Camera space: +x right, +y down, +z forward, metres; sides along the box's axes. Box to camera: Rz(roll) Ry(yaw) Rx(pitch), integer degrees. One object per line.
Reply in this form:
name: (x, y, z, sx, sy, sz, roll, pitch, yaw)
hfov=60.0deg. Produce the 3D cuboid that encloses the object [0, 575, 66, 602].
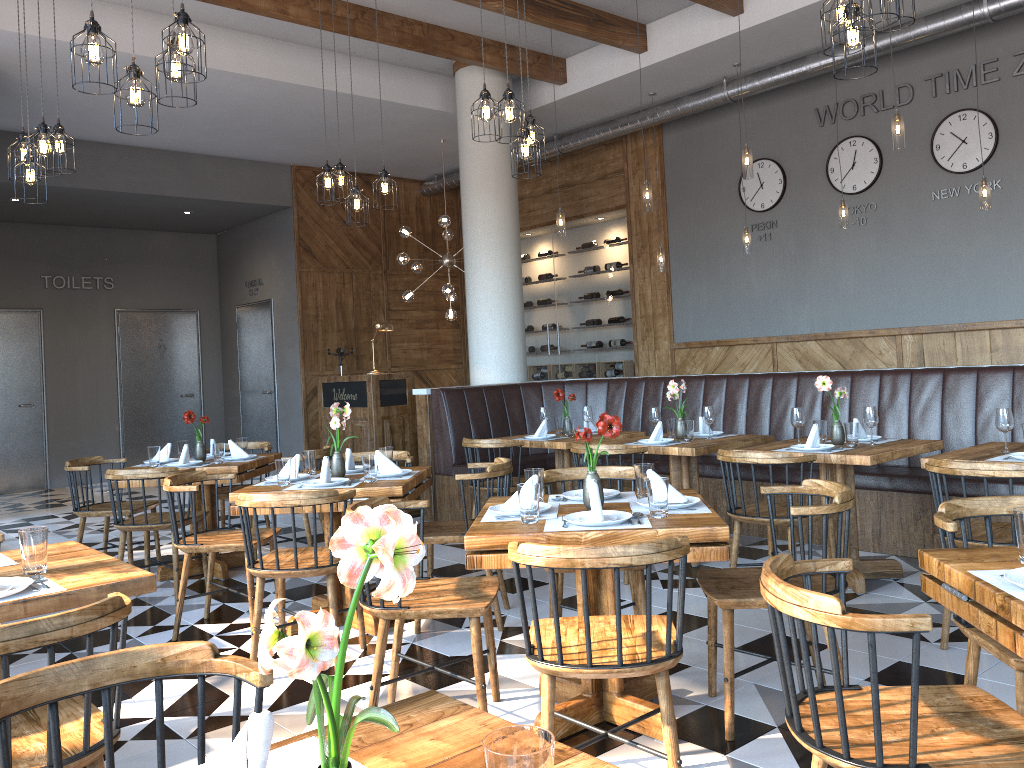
object: (-1.427, 0.500, 2.384, 0.352, 0.137, 0.271, -4, 1, -41)

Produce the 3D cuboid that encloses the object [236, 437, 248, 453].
object: (-1.918, 0.450, 6.306, 0.080, 0.132, 0.080, -3, -1, -16)

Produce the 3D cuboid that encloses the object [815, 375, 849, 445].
object: (1.831, 0.147, 5.063, 0.207, 0.400, 0.146, -2, -1, -38)

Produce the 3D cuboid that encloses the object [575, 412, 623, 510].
object: (0.327, 0.283, 3.252, 0.171, 0.355, 0.156, -3, -1, 14)

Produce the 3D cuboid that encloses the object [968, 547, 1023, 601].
object: (1.360, 0.363, 2.027, 0.577, 0.137, 0.582, -3, 1, 4)

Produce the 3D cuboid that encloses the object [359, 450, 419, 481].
object: (-0.649, 0.415, 4.660, 0.272, 0.137, 0.352, -3, 1, 4)

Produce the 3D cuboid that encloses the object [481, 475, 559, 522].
object: (0.032, 0.407, 3.284, 0.272, 0.137, 0.352, -3, 1, 4)

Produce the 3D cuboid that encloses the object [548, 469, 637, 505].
object: (0.317, 0.387, 3.534, 0.352, 0.137, 0.272, -3, 1, 4)

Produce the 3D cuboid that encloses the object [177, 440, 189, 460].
object: (-2.349, 0.472, 6.325, 0.080, 0.132, 0.080, -3, -1, -16)

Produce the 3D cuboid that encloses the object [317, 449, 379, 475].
object: (-0.900, 0.422, 4.942, 0.352, 0.137, 0.272, -3, 1, 4)

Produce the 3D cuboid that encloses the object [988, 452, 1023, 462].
object: (2.377, 0.271, 4.018, 0.272, 0.137, 0.351, -4, 1, -41)

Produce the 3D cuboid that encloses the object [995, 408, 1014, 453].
object: (2.399, 0.225, 4.310, 0.081, 0.215, 0.081, -2, -1, -32)

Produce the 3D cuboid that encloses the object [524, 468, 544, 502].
object: (0.090, 0.402, 3.493, 0.080, 0.132, 0.080, -2, -1, -36)

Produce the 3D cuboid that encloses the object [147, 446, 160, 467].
object: (-2.379, 0.482, 5.891, 0.080, 0.132, 0.080, -3, -1, 24)

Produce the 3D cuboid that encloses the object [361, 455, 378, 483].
object: (-0.711, 0.425, 4.440, 0.080, 0.132, 0.080, -3, -1, -26)

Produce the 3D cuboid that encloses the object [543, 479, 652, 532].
object: (0.283, 0.399, 3.002, 0.352, 0.137, 0.272, -3, 1, 4)

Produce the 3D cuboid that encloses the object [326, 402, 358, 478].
object: (-0.902, 0.295, 4.684, 0.146, 0.400, 0.206, -2, -1, -29)

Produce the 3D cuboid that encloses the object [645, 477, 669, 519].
object: (0.500, 0.390, 3.034, 0.080, 0.132, 0.080, -3, -1, -26)

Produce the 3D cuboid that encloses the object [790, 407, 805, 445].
object: (1.666, 0.246, 5.161, 0.081, 0.215, 0.081, -3, -1, 13)

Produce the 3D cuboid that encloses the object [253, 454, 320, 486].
object: (-1.185, 0.442, 4.692, 0.272, 0.137, 0.352, -3, 1, 4)

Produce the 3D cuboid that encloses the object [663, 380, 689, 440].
object: (1.094, 0.169, 5.876, 0.146, 0.400, 0.206, -2, -1, -33)

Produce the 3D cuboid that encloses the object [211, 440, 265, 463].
object: (-1.879, 0.450, 6.084, 0.272, 0.137, 0.352, -3, 1, 4)

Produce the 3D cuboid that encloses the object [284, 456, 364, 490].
object: (-0.933, 0.434, 4.410, 0.352, 0.137, 0.272, -3, 1, 4)

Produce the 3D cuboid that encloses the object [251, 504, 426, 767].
object: (-0.161, 0.332, 0.901, 0.146, 0.400, 0.206, -3, -1, 13)

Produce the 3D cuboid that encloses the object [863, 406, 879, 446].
object: (2.002, 0.233, 4.939, 0.081, 0.215, 0.081, -3, -1, 13)

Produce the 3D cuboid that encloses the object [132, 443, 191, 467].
object: (-2.415, 0.477, 6.115, 0.272, 0.137, 0.352, -3, 1, 4)

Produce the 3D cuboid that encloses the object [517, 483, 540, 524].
object: (0.060, 0.412, 3.059, 0.080, 0.132, 0.080, -2, -1, -36)

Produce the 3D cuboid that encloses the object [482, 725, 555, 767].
object: (0.010, 0.456, 0.972, 0.080, 0.132, 0.080, -3, -1, 34)

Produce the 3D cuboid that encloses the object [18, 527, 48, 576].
object: (-1.420, 0.497, 2.633, 0.080, 0.132, 0.080, -3, -1, 34)

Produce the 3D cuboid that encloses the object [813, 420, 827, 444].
object: (1.805, 0.280, 5.185, 0.080, 0.132, 0.080, -2, -1, -41)

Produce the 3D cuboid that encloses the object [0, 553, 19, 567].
object: (-1.779, 0.510, 2.784, 0.352, 0.137, 0.271, -4, 1, -41)

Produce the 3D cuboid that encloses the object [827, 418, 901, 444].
object: (2.048, 0.265, 5.204, 0.272, 0.137, 0.351, -4, 1, -41)

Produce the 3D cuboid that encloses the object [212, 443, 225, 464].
object: (-1.938, 0.460, 5.866, 0.080, 0.132, 0.080, -3, -1, -26)

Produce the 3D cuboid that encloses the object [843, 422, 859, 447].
object: (1.881, 0.282, 4.905, 0.080, 0.132, 0.080, -2, -1, -36)

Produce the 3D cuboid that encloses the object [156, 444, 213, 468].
object: (-2.163, 0.470, 5.834, 0.352, 0.137, 0.272, -3, 1, 4)

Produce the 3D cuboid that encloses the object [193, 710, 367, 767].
object: (-0.347, 0.469, 1.121, 0.352, 0.137, 0.271, -4, 1, -41)

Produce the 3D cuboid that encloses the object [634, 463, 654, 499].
object: (0.521, 0.380, 3.474, 0.080, 0.132, 0.080, -2, -1, -36)

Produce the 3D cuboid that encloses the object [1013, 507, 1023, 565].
object: (1.258, 0.369, 2.137, 0.080, 0.132, 0.080, -3, -1, 14)

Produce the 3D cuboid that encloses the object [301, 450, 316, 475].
object: (-1.121, 0.437, 4.900, 0.080, 0.132, 0.080, -3, -1, -26)

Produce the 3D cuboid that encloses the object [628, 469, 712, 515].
object: (0.568, 0.380, 3.252, 0.272, 0.137, 0.352, -3, 1, 4)

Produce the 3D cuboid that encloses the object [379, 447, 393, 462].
object: (-0.691, 0.415, 4.881, 0.080, 0.132, 0.080, -3, -1, -26)

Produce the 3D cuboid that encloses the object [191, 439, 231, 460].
object: (-2.130, 0.457, 6.365, 0.352, 0.137, 0.272, -3, 1, 4)

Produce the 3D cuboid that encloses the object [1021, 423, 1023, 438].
object: (2.540, 0.259, 4.331, 0.080, 0.132, 0.080, -2, -1, -41)

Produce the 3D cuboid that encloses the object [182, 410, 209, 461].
object: (-2.186, 0.356, 6.112, 0.171, 0.355, 0.156, -3, -1, 6)

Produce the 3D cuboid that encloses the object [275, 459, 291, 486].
object: (-1.152, 0.447, 4.466, 0.080, 0.132, 0.080, -3, -1, -26)
